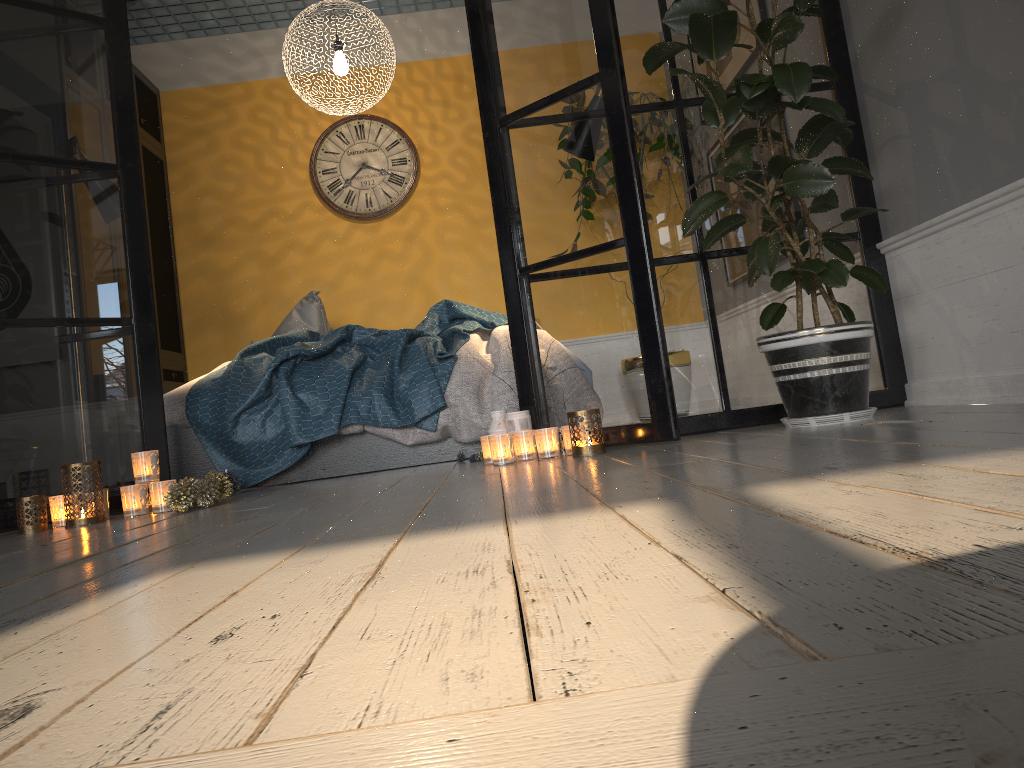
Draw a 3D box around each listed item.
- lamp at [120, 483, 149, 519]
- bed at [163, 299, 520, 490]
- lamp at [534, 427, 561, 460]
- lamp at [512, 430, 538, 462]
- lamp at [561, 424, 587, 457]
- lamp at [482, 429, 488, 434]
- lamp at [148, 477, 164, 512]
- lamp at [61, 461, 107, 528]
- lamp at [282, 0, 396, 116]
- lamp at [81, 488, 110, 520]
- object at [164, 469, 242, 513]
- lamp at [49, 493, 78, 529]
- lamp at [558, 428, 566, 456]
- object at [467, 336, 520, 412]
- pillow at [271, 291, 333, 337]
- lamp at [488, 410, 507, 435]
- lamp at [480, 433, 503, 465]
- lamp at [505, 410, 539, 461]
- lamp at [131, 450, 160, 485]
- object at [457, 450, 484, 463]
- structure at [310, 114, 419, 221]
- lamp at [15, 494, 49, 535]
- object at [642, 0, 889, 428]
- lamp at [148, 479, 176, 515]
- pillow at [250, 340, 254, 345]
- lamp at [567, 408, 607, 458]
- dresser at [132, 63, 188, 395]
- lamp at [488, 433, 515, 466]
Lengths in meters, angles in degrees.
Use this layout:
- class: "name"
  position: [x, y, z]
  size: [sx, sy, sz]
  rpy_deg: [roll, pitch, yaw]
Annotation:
- class: "lamp"
  position: [-1.175, 0.365, 2.760]
  size: [0.080, 0.099, 0.081]
  rpy_deg: [-11, -5, 38]
- class: "bed"
  position: [-0.597, 0.007, 4.615]
  size: [1.898, 0.774, 2.311]
  rpy_deg: [-8, -2, -1]
- class: "lamp"
  position: [0.117, 0.194, 2.880]
  size: [0.080, 0.099, 0.081]
  rpy_deg: [-11, -5, 38]
- class: "lamp"
  position: [0.044, 0.205, 2.926]
  size: [0.080, 0.099, 0.081]
  rpy_deg: [-11, -5, 38]
- class: "lamp"
  position: [0.205, 0.181, 2.862]
  size: [0.080, 0.099, 0.081]
  rpy_deg: [-11, -5, 38]
- class: "lamp"
  position: [-0.041, 0.219, 3.364]
  size: [0.108, 0.132, 0.095]
  rpy_deg: [-5, -5, -32]
- class: "lamp"
  position: [-1.214, 0.374, 2.989]
  size: [0.081, 0.107, 0.080]
  rpy_deg: [-8, -4, -2]
- class: "lamp"
  position: [-1.306, 0.335, 2.695]
  size: [0.115, 0.188, 0.114]
  rpy_deg: [-7, -5, -3]
- class: "lamp"
  position: [-0.977, -2.024, 4.881]
  size: [0.612, 1.103, 0.617]
  rpy_deg: [-12, -6, 39]
- class: "lamp"
  position: [-1.314, 0.385, 2.795]
  size: [0.080, 0.099, 0.081]
  rpy_deg: [-11, -5, 38]
- class: "object"
  position: [-1.017, 0.349, 2.958]
  size: [0.192, 0.118, 0.712]
  rpy_deg: [-7, -2, -13]
- class: "lamp"
  position: [-1.383, 0.392, 2.734]
  size: [0.080, 0.099, 0.081]
  rpy_deg: [-11, -5, 38]
- class: "lamp"
  position: [0.169, 0.194, 2.965]
  size: [0.063, 0.091, 0.062]
  rpy_deg: [-6, -5, -20]
- class: "object"
  position: [0.101, 0.003, 3.384]
  size: [0.434, 0.525, 0.278]
  rpy_deg: [-11, -6, 38]
- class: "pillow"
  position: [-1.212, -0.219, 5.053]
  size: [0.782, 0.603, 0.496]
  rpy_deg: [-8, -4, 4]
- class: "lamp"
  position: [-0.037, 0.185, 3.134]
  size: [0.092, 0.181, 0.092]
  rpy_deg: [-9, -5, 19]
- class: "lamp"
  position: [-0.063, 0.223, 3.008]
  size: [0.081, 0.099, 0.080]
  rpy_deg: [-4, -5, -37]
- class: "lamp"
  position: [0.030, 0.178, 3.036]
  size: [0.089, 0.167, 0.091]
  rpy_deg: [-4, -6, -35]
- class: "lamp"
  position: [-1.144, 0.261, 2.766]
  size: [0.080, 0.099, 0.081]
  rpy_deg: [-11, -5, 38]
- class: "object"
  position: [-0.129, 0.273, 3.354]
  size: [0.087, 0.054, 0.324]
  rpy_deg: [-5, -3, -38]
- class: "structure"
  position: [-0.989, -1.455, 5.922]
  size: [0.727, 0.729, 0.070]
  rpy_deg: [-8, -6, -2]
- class: "lamp"
  position: [-1.448, 0.395, 2.670]
  size: [0.084, 0.111, 0.083]
  rpy_deg: [-6, -5, -26]
- class: "object"
  position: [-0.671, -0.563, 2.724]
  size: [3.897, 1.807, 1.005]
  rpy_deg: [-8, -5, -3]
- class: "lamp"
  position: [-1.084, 0.353, 2.756]
  size: [0.080, 0.099, 0.081]
  rpy_deg: [-11, -5, 38]
- class: "pillow"
  position: [-1.211, -0.107, 5.462]
  size: [0.757, 0.458, 0.510]
  rpy_deg: [-6, -4, -30]
- class: "lamp"
  position: [0.233, 0.153, 2.769]
  size: [0.108, 0.141, 0.107]
  rpy_deg: [-4, -6, -38]
- class: "dresser"
  position: [-2.471, -0.667, 5.093]
  size: [0.637, 2.633, 1.423]
  rpy_deg: [-8, -5, -2]
- class: "lamp"
  position: [-0.033, 0.214, 2.879]
  size: [0.080, 0.099, 0.081]
  rpy_deg: [-11, -5, 38]
